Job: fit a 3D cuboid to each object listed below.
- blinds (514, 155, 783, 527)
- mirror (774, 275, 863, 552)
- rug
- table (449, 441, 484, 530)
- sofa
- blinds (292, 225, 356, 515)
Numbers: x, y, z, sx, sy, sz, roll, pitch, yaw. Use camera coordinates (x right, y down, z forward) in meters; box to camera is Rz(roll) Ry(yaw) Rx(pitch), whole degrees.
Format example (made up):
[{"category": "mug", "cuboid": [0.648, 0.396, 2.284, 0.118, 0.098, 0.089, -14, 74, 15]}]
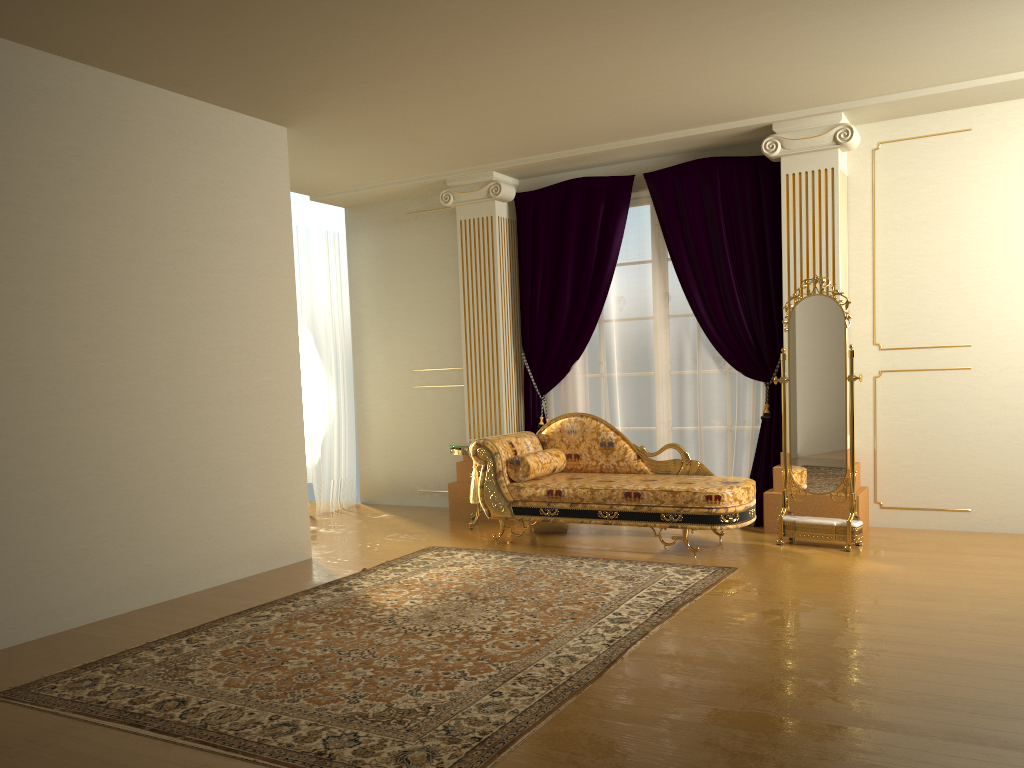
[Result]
[{"category": "blinds", "cuboid": [1.038, -0.276, 6.742, 2.235, 2.666, 0.337, -1, 5, 30]}, {"category": "mirror", "cuboid": [1.915, 0.176, 5.545, 0.541, 1.708, 0.242, 1, 6, 39]}, {"category": "rug", "cuboid": [-0.367, 1.124, 4.236, 2.118, 0.017, 3.067, -2, 1, 29]}, {"category": "table", "cuboid": [-0.192, 0.779, 6.887, 0.570, 0.646, 0.569, -3, 3, -16]}, {"category": "sofa", "cuboid": [0.666, 0.637, 5.941, 1.894, 0.875, 0.690, -2, 3, 29]}, {"category": "blinds", "cuboid": [-1.970, -0.088, 7.260, 0.164, 2.517, 2.157, 1, 4, 31]}]
